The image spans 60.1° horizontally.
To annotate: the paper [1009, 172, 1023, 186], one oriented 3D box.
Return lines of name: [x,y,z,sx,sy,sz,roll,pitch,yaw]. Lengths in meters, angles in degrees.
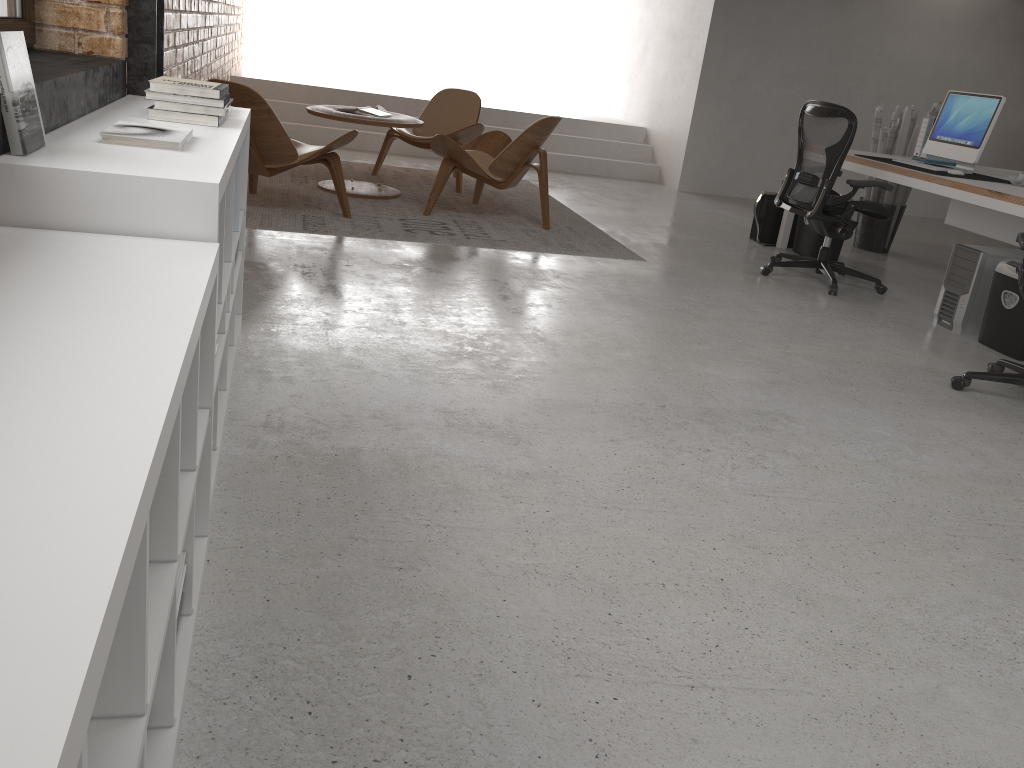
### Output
paper: [3.512,-1.000,4.876,0.975,0.104,1.092,1,21,-17]

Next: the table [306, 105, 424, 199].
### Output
table: [-1.074,-1.666,6.370,0.826,0.562,0.838,-2,22,-26]

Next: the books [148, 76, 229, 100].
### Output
books: [-0.936,-0.863,2.577,0.190,0.028,0.243,3,21,-13]

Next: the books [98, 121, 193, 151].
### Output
books: [-0.868,-0.594,2.116,0.174,0.021,0.277,2,21,-15]

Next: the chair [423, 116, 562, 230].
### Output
chair: [-0.198,-1.513,6.036,0.859,0.741,0.878,-7,25,-37]

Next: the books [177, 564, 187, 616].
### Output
books: [-0.670,0.368,1.473,0.219,0.039,0.264,3,21,-15]

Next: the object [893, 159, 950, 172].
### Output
object: [2.593,-1.385,5.609,0.118,0.017,0.446,2,21,-15]

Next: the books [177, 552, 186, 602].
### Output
books: [-0.667,0.349,1.472,0.214,0.051,0.256,3,21,-15]

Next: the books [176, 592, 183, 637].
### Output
books: [-0.680,0.445,1.482,0.217,0.071,0.294,2,21,-15]

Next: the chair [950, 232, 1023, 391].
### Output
chair: [2.337,-0.412,3.613,0.771,1.069,0.803,11,19,7]

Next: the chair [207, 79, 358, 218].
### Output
chair: [-1.461,-1.448,5.381,0.869,0.741,0.868,-5,23,-33]

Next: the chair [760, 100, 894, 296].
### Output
chair: [2.014,-1.181,5.532,0.793,1.069,0.781,-3,22,-31]

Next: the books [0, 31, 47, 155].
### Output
books: [-0.967,-0.571,1.732,0.065,0.220,0.163,3,20,-15]

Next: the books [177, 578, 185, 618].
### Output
books: [-0.668,0.395,1.475,0.206,0.066,0.280,3,21,-15]

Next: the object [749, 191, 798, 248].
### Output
object: [2.074,-1.260,6.700,0.548,0.423,0.272,2,20,-17]

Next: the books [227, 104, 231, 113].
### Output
books: [-1.007,-0.902,2.854,0.187,0.014,0.252,2,21,-17]

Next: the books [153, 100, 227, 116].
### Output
books: [-0.937,-0.818,2.594,0.191,0.022,0.246,2,21,-17]

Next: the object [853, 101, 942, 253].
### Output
object: [3.000,-1.637,6.970,0.413,1.192,0.446,-6,23,-36]

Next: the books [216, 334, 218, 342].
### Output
books: [-0.796,-0.075,2.027,0.214,0.046,0.255,3,21,-15]

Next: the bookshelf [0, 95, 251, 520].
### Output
bookshelf: [-0.991,-0.316,2.488,0.400,0.788,1.568,3,21,-15]

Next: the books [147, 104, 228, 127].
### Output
books: [-0.949,-0.796,2.608,0.191,0.032,0.263,3,21,-13]

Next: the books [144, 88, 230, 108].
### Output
books: [-0.944,-0.843,2.592,0.211,0.022,0.263,2,21,-15]

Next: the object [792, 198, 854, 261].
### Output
object: [2.227,-1.141,6.379,0.250,0.459,0.343,3,20,-15]

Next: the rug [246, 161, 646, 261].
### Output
rug: [-0.821,-1.381,6.506,2.727,0.004,3.044,2,21,-15]

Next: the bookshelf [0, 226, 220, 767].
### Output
bookshelf: [-0.636,0.324,1.085,0.400,0.674,1.569,3,21,-15]

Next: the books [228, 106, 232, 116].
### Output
books: [-1.009,-0.891,2.862,0.187,0.014,0.257,2,21,-15]

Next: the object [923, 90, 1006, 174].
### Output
object: [2.845,-1.582,5.572,0.189,0.478,0.491,3,20,-15]

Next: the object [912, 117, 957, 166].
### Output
object: [3.053,-1.727,6.302,0.280,0.308,0.152,3,19,-15]

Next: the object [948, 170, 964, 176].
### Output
object: [2.663,-1.267,5.305,0.106,0.028,0.060,3,21,-14]

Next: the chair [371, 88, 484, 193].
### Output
chair: [-0.589,-2.003,7.188,0.869,0.741,0.867,-7,25,-37]

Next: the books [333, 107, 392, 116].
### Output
books: [-1.058,-1.954,6.308,0.350,0.034,0.260,11,21,9]

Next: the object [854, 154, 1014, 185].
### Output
object: [2.700,-1.364,5.631,0.687,0.008,0.862,2,21,-15]

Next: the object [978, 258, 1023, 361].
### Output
object: [2.616,-0.380,4.507,0.250,0.459,0.343,3,20,-15]

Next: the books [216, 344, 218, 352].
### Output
books: [-0.798,-0.057,2.029,0.219,0.033,0.264,3,21,-15]

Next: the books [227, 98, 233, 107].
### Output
books: [-1.013,-0.915,2.850,0.202,0.011,0.255,3,21,-14]

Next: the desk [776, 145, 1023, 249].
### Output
desk: [3.731,-0.373,4.487,2.310,0.758,5.192,3,21,-15]

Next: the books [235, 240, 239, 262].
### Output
books: [-1.058,-0.452,3.040,0.217,0.071,0.294,2,21,-15]

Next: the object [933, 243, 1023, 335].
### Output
object: [2.667,-0.510,4.892,0.541,0.448,0.224,3,19,-15]
